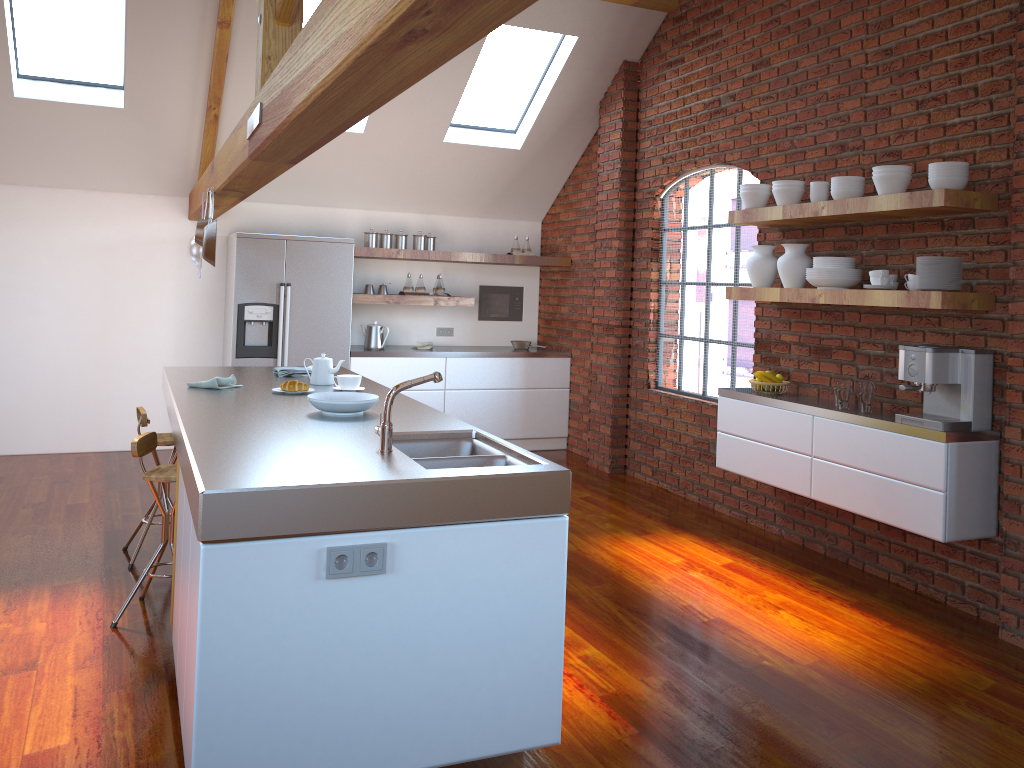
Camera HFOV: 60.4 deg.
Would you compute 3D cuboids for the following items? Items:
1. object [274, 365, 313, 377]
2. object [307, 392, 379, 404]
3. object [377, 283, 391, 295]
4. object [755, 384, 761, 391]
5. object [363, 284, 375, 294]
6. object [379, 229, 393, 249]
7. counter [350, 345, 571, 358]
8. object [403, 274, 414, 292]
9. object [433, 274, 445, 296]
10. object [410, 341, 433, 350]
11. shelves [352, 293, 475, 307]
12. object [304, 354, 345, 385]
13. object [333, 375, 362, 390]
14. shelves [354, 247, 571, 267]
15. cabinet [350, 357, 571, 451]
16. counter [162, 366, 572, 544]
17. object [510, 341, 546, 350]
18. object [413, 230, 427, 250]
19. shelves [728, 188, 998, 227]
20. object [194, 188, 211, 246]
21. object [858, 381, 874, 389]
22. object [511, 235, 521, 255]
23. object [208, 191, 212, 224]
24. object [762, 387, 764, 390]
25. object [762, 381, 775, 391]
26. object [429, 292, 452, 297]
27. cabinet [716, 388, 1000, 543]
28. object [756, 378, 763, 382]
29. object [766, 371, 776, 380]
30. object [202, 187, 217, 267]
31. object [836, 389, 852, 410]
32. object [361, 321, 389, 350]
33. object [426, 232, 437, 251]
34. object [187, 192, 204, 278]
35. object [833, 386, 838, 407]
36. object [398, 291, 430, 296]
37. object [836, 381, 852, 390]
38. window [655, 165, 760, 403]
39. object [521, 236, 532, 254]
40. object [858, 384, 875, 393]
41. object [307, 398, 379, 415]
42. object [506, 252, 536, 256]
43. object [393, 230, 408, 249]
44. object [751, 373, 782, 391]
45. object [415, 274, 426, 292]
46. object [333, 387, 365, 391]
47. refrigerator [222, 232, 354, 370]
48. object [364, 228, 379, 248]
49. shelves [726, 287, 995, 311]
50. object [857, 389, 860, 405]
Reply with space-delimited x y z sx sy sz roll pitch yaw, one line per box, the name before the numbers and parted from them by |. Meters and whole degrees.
object | -1.182 -0.071 4.841 0.232 0.050 0.166 0 6 -23
object | -0.676 0.076 3.523 0.283 0.055 0.282 7 8 38
object | -1.097 -0.811 7.478 0.106 0.100 0.106 3 3 19
object | 1.438 0.018 5.135 0.046 0.046 0.055 3 3 10
object | -1.207 -0.801 7.431 0.106 0.082 0.106 2 4 5
object | -1.077 -1.236 7.507 0.127 0.177 0.129 1 2 -28
counter | -0.523 -0.290 7.775 1.981 0.044 0.719 -1 7 -23
object | -0.890 -0.867 7.584 0.093 0.191 0.093 2 0 -11
object | -0.639 -0.873 7.728 0.093 0.193 0.203 2 3 -14
object | -0.779 -0.338 7.638 0.204 0.061 0.197 2 6 -1
shelves | -0.940 -0.734 7.628 1.064 0.076 0.658 -1 7 -23
object | -0.953 -0.076 4.455 0.197 0.156 0.118 1 2 -17
object | -0.786 -0.005 4.237 0.116 0.069 0.125 -1 6 -39
shelves | -0.507 -1.122 7.813 1.974 0.076 0.658 -1 7 -23
cabinet | -0.539 0.143 7.769 1.981 0.819 0.714 0 3 -23
counter | -0.914 0.140 3.794 1.022 0.130 3.162 -1 7 -23
object | 0.132 -0.346 7.986 0.194 0.074 0.350 -3 8 -42
object | -0.792 -1.231 7.550 0.127 0.177 0.129 1 2 -28
shelves | 1.755 -0.913 4.643 0.337 0.076 1.545 0 7 -23
object | -1.821 -0.974 5.187 0.085 0.359 0.194 2 1 -19
object | 1.812 0.042 4.511 0.078 0.104 0.078 2 2 7
object | 0.036 -1.259 7.980 0.093 0.191 0.093 2 0 -11
object | -1.725 -0.938 5.025 0.046 0.332 0.044 2 -1 2
object | 1.477 -0.001 5.180 0.074 0.076 0.072 4 3 42
object | 1.491 0.008 5.106 0.077 0.065 0.076 3 3 10
object | -0.642 -0.789 7.726 0.195 0.033 0.225 1 6 -14
cabinet | 1.708 0.354 4.623 0.336 0.474 1.632 1 5 -23
object | 1.449 -0.030 5.142 0.051 0.053 0.045 0 3 -35
object | 1.512 -0.047 5.150 0.069 0.061 0.068 2 3 -7
object | -1.670 -0.869 4.868 0.069 0.444 0.266 2 1 -18
object | 1.692 0.079 4.487 0.078 0.104 0.078 2 2 7
object | -1.167 -0.415 7.441 0.302 0.239 0.181 3 2 8
object | -0.728 -1.249 7.734 0.127 0.177 0.129 1 2 -28
object | -1.944 -0.915 5.393 0.084 0.530 0.273 2 0 -23
object | 1.720 0.068 4.613 0.078 0.104 0.078 3 2 37
object | -0.845 -0.783 7.605 0.223 0.033 0.196 -1 7 -25
object | 1.693 0.041 4.488 0.078 0.104 0.078 2 2 7
window | 4.755 -0.132 4.004 3.623 9.903 17.518 2 4 -33
object | 0.134 -1.259 8.026 0.094 0.192 0.093 2 0 20
object | 1.764 0.055 4.379 0.077 0.104 0.078 2 2 -11
object | -0.677 0.087 3.523 0.283 0.055 0.282 7 8 38
object | 0.082 -1.175 8.002 0.223 0.033 0.196 -1 7 -25
object | -0.959 -1.240 7.583 0.127 0.177 0.129 1 2 -28
object | 1.471 -0.012 5.075 0.176 0.095 0.064 3 2 14
object | -0.792 -0.867 7.630 0.094 0.192 0.093 2 0 20
object | -0.785 0.026 4.233 0.154 0.012 0.154 3 6 5
refrigerator | -1.843 -0.315 7.174 0.910 1.775 0.783 2 0 -23
object | -1.191 -1.232 7.433 0.127 0.177 0.129 1 2 -28
shelves | 1.738 -0.458 4.636 0.337 0.076 1.545 0 7 -23
object | 1.810 0.081 4.511 0.078 0.104 0.078 2 2 7
